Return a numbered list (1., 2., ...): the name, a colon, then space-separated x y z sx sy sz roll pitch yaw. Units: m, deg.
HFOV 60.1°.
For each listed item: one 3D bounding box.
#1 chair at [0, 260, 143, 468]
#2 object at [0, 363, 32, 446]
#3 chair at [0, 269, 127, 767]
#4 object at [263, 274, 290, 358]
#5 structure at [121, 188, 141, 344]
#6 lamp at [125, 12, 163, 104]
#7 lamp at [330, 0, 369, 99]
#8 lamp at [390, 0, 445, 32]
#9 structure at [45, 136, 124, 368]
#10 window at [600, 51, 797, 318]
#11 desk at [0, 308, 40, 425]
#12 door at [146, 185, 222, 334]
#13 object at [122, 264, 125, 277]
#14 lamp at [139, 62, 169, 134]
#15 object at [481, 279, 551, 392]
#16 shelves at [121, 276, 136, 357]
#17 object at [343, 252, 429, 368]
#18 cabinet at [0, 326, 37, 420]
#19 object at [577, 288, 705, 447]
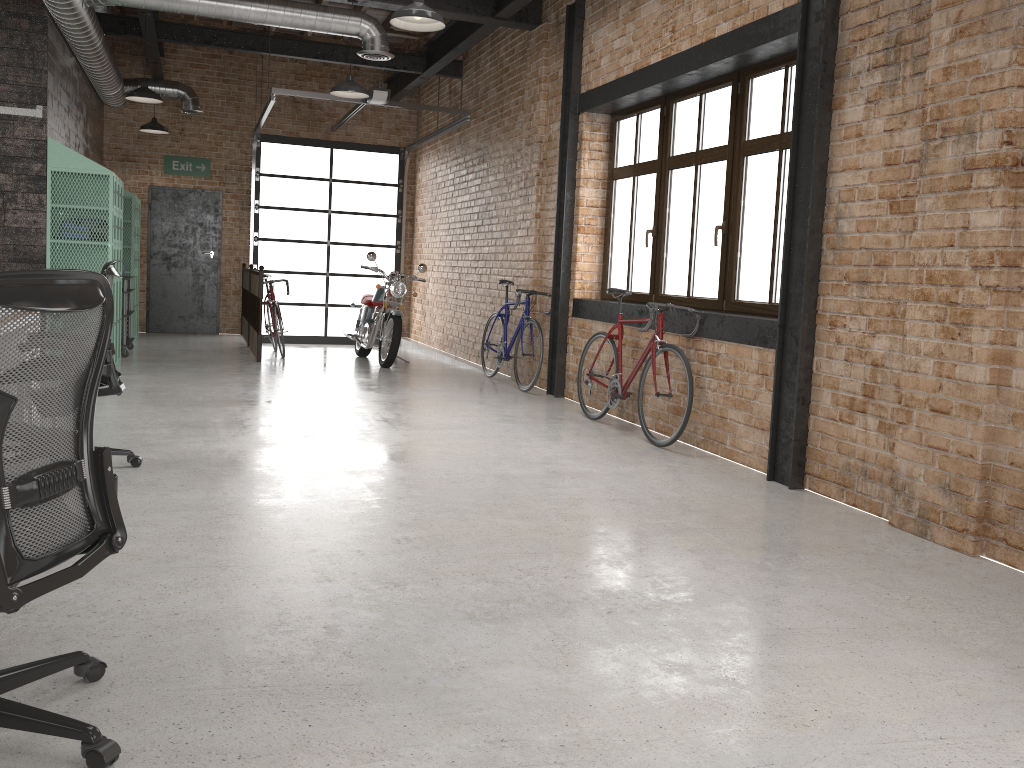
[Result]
1. chair: -2.290 -0.094 4.481 0.793 1.081 0.773 -2 7 -41
2. object: -3.043 0.117 5.034 0.541 0.453 0.222 1 5 -20
3. chair: -1.239 0.282 1.913 0.792 1.081 0.774 2 5 -11
4. object: -3.053 -0.878 11.308 0.410 1.029 1.743 2 7 -14
5. structure: -5.036 -1.594 11.248 0.556 2.092 1.123 1 5 -20
6. lamp: -3.752 -3.584 9.063 0.362 1.333 0.363 -1 6 -42
7. lamp: -1.499 -3.130 8.257 0.362 0.853 0.363 -2 6 -42
8. lamp: -0.594 -2.767 5.738 0.362 0.853 0.363 3 5 -3
9. structure: -4.001 -1.179 8.368 0.556 2.092 1.123 1 5 -20
10. window: 2.286 -1.009 3.927 0.147 1.684 8.678 1 7 -20
11. desk: -3.251 0.219 2.884 2.311 0.766 5.136 0 8 -20
12. door: -4.751 -1.782 12.847 0.998 2.091 0.219 1 5 -20
13. object: -4.448 -1.292 9.793 0.309 0.261 0.462 1 7 -19
14. lamp: -4.584 -3.917 11.378 0.362 1.333 0.363 -1 6 -42
15. object: -0.018 -0.516 8.853 0.401 1.035 1.746 1 7 -25
16. shelves: -4.518 -0.769 9.840 0.567 0.852 0.990 1 6 -20
17. object: -1.583 -0.931 10.872 0.813 1.354 2.186 0 7 -32
18. cabinet: -3.150 -0.025 5.335 0.459 0.645 0.389 1 5 -20
19. object: 0.852 -0.167 6.431 0.401 1.035 1.746 1 7 -25
